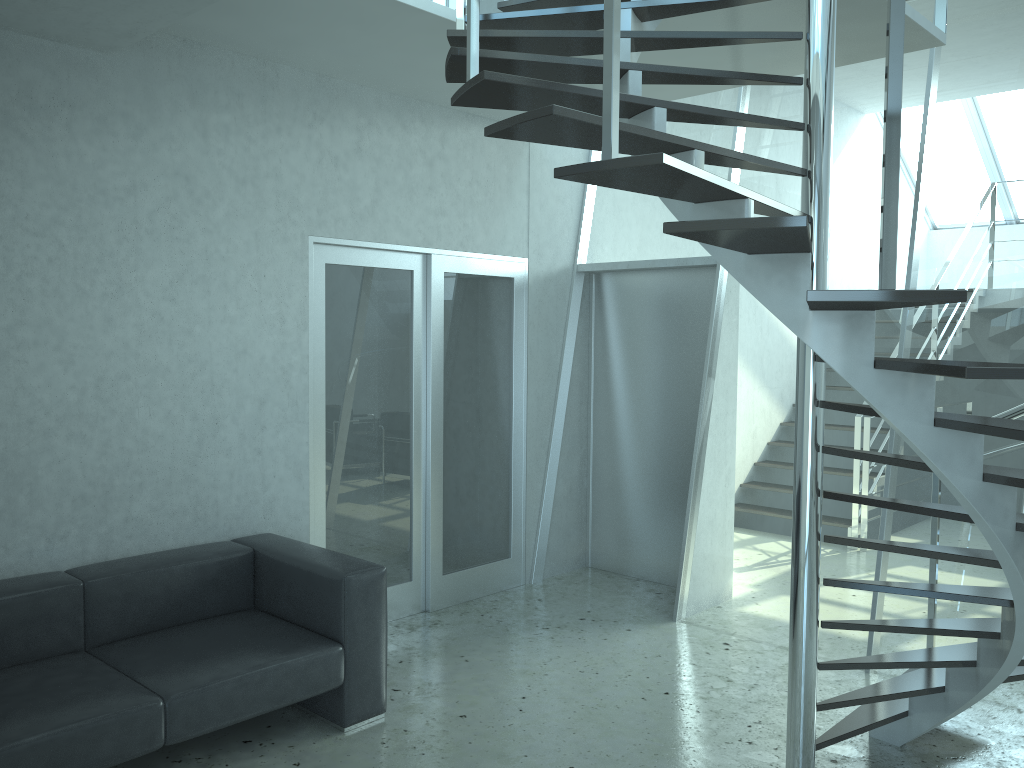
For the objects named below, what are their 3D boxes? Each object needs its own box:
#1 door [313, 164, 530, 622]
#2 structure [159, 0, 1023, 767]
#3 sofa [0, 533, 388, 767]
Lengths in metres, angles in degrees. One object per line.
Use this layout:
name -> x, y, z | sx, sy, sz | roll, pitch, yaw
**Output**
door -> -0.478, -0.091, 5.863 | 1.162, 3.200, 2.576 | 1, 3, 1
structure -> 0.585, -0.626, 3.462 | 3.780, 4.156, 2.655 | 3, 4, 43
sofa -> -1.527, 1.093, 3.364 | 0.943, 0.652, 2.025 | 3, 4, 43
